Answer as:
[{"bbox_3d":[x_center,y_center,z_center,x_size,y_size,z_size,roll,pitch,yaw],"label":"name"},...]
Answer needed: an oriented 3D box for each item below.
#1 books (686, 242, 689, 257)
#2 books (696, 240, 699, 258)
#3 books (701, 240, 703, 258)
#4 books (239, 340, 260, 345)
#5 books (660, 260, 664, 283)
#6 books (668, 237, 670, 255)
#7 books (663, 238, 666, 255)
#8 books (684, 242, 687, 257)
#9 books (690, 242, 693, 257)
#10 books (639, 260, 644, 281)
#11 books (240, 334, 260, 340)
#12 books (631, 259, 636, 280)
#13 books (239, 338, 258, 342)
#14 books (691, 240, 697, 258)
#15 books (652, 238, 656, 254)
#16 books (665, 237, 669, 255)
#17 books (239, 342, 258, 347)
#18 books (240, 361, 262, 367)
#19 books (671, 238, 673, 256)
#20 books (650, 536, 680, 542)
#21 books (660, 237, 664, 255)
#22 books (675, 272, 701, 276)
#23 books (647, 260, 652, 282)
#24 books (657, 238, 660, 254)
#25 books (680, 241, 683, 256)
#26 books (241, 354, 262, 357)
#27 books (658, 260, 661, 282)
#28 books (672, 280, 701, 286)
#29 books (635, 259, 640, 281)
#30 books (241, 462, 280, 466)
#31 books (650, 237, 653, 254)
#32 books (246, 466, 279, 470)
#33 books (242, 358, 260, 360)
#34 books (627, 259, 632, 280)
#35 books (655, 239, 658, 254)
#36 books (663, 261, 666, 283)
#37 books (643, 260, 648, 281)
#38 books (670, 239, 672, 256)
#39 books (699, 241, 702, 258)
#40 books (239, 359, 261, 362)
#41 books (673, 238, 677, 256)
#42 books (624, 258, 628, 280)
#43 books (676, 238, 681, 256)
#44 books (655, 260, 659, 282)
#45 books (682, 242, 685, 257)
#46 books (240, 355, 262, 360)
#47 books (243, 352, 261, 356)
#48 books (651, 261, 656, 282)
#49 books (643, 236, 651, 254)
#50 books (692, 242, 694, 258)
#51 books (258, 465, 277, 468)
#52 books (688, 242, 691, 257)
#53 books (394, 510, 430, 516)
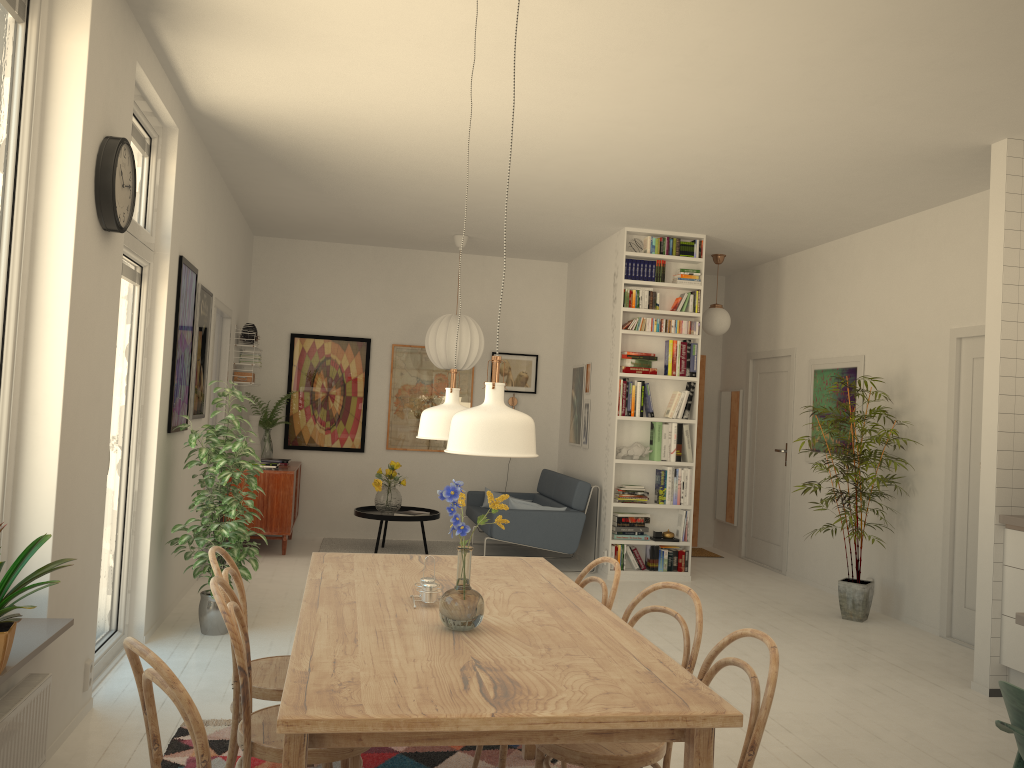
[{"bbox_3d":[1.460,-1.129,7.524,0.017,0.130,0.150,3,-2,-11],"label":"books"},{"bbox_3d":[1.546,-1.135,7.579,0.020,0.156,0.229,3,-2,-11],"label":"books"},{"bbox_3d":[1.579,-1.132,7.604,0.014,0.154,0.260,3,-2,-11],"label":"books"},{"bbox_3d":[-2.338,-0.370,7.904,0.158,0.019,0.131,3,-2,-9],"label":"books"},{"bbox_3d":[1.237,-0.938,7.510,0.020,0.191,0.205,3,-2,-11],"label":"books"},{"bbox_3d":[1.298,-1.151,7.531,0.012,0.158,0.220,3,-2,-11],"label":"books"},{"bbox_3d":[1.257,-1.149,7.521,0.024,0.148,0.188,3,-2,-11],"label":"books"},{"bbox_3d":[1.443,-1.130,7.521,0.017,0.130,0.150,3,-2,-11],"label":"books"},{"bbox_3d":[1.494,-1.127,7.531,0.017,0.130,0.150,3,-2,-11],"label":"books"},{"bbox_3d":[1.064,-0.943,7.479,0.034,0.179,0.188,3,-2,-11],"label":"books"},{"bbox_3d":[-2.331,-0.421,7.894,0.178,0.036,0.145,4,-2,-18],"label":"books"},{"bbox_3d":[0.995,-0.947,7.466,0.034,0.179,0.188,3,-2,-11],"label":"books"},{"bbox_3d":[-2.346,-0.392,7.896,0.155,0.024,0.136,4,-2,-18],"label":"books"},{"bbox_3d":[1.532,-1.135,7.538,0.019,0.157,0.150,3,-2,-11],"label":"books"},{"bbox_3d":[1.170,-1.150,7.478,0.023,0.137,0.161,3,-2,-11],"label":"books"},{"bbox_3d":[1.280,-1.152,7.533,0.024,0.156,0.227,3,-2,-11],"label":"books"},{"bbox_3d":[-2.347,-0.346,7.899,0.159,0.028,0.146,4,-2,-14],"label":"books"},{"bbox_3d":[-2.410,-0.184,8.194,0.179,0.038,0.190,3,-2,-11],"label":"books"},{"bbox_3d":[1.327,-1.147,7.533,0.009,0.151,0.208,3,-2,-11],"label":"books"},{"bbox_3d":[1.271,1.294,7.393,0.214,0.023,0.130,3,-2,-11],"label":"books"},{"bbox_3d":[1.235,-1.150,7.500,0.028,0.147,0.192,3,-2,-11],"label":"books"},{"bbox_3d":[1.481,-0.924,7.532,0.179,0.016,0.208,3,-2,-6],"label":"books"},{"bbox_3d":[1.133,-0.939,7.491,0.034,0.179,0.188,3,-2,-11],"label":"books"},{"bbox_3d":[1.209,-1.148,7.514,0.018,0.141,0.206,3,-2,-11],"label":"books"},{"bbox_3d":[1.408,-1.132,7.515,0.017,0.130,0.150,3,-2,-11],"label":"books"},{"bbox_3d":[-2.406,-0.263,8.197,0.153,0.013,0.197,3,-2,-8],"label":"books"},{"bbox_3d":[1.216,-0.939,7.515,0.020,0.191,0.205,3,-2,-11],"label":"books"},{"bbox_3d":[1.467,-0.847,7.553,0.214,0.038,0.222,3,-2,-11],"label":"books"},{"bbox_3d":[1.030,-0.945,7.472,0.034,0.179,0.188,3,-2,-11],"label":"books"},{"bbox_3d":[-2.133,0.675,7.506,0.311,0.015,0.192,3,-2,-7],"label":"books"},{"bbox_3d":[1.148,-1.155,7.499,0.013,0.146,0.208,3,-2,-11],"label":"books"},{"bbox_3d":[-2.137,0.707,7.505,0.320,0.020,0.237,4,-2,-14],"label":"books"},{"bbox_3d":[-2.415,-0.229,8.203,0.147,0.012,0.195,3,-2,-13],"label":"books"},{"bbox_3d":[0.961,-0.949,7.459,0.034,0.179,0.188,3,-2,-11],"label":"books"},{"bbox_3d":[1.186,-1.145,7.524,0.025,0.131,0.253,3,-2,-11],"label":"books"},{"bbox_3d":[1.255,-0.937,7.525,0.020,0.191,0.205,3,-2,-11],"label":"books"},{"bbox_3d":[1.099,-0.941,7.485,0.034,0.179,0.188,3,-2,-11],"label":"books"},{"bbox_3d":[1.314,-1.141,7.523,0.019,0.137,0.201,3,-2,-11],"label":"books"},{"bbox_3d":[1.567,-1.131,7.579,0.021,0.151,0.228,3,-2,-11],"label":"books"},{"bbox_3d":[-2.413,-0.214,8.186,0.168,0.021,0.197,3,-2,-8],"label":"books"},{"bbox_3d":[1.344,-1.146,7.548,0.032,0.154,0.212,3,-2,-11],"label":"books"},{"bbox_3d":[0.927,-0.951,7.453,0.034,0.179,0.188,3,-2,-11],"label":"books"},{"bbox_3d":[1.379,-1.144,7.538,0.032,0.152,0.200,3,-2,-11],"label":"books"},{"bbox_3d":[1.195,-0.940,7.514,0.020,0.191,0.205,3,-2,-11],"label":"books"},{"bbox_3d":[1.426,-1.131,7.518,0.017,0.130,0.150,3,-2,-11],"label":"books"},{"bbox_3d":[-2.408,-0.246,8.190,0.173,0.023,0.190,3,-2,-11],"label":"books"},{"bbox_3d":[-2.399,-0.277,8.197,0.147,0.016,0.195,3,-2,-13],"label":"books"},{"bbox_3d":[1.167,-0.937,7.498,0.034,0.179,0.188,3,-2,-11],"label":"books"},{"bbox_3d":[1.132,-1.158,7.479,0.026,0.149,0.155,3,-2,-11],"label":"books"},{"bbox_3d":[1.512,-1.126,7.534,0.017,0.130,0.150,3,-2,-11],"label":"books"},{"bbox_3d":[-2.145,0.690,7.503,0.296,0.015,0.240,3,-2,-11],"label":"books"},{"bbox_3d":[1.477,-1.128,7.528,0.017,0.130,0.150,3,-2,-11],"label":"books"},{"bbox_3d":[-0.882,1.152,7.830,0.200,0.031,0.289,2,-2,24],"label":"books"}]
